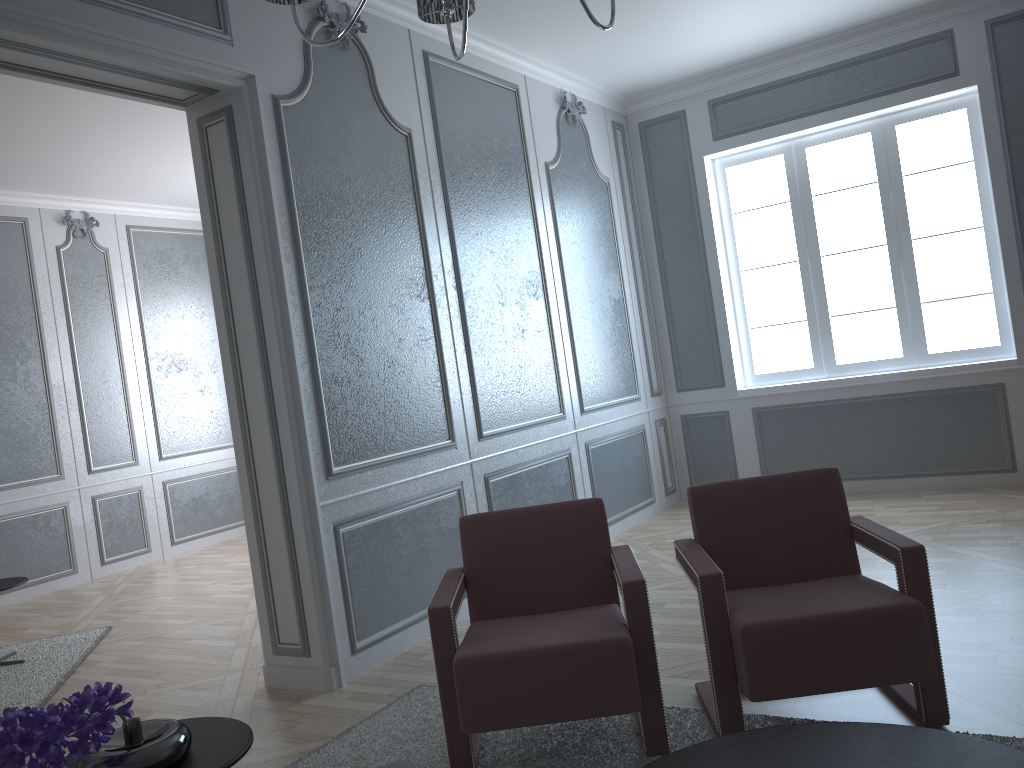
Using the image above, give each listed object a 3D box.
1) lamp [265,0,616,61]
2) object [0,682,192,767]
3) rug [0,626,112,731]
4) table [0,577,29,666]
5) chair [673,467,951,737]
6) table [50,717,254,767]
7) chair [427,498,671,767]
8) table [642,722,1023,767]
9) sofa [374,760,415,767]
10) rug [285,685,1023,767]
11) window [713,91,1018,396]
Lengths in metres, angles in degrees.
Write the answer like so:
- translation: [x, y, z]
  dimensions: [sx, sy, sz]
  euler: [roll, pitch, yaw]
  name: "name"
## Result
- translation: [-0.094, -1.159, 1.389]
  dimensions: [0.975, 1.120, 0.977]
  euler: [-8, 0, 21]
  name: "lamp"
- translation: [-0.745, 0.629, 1.608]
  dimensions: [0.206, 0.221, 0.425]
  euler: [-8, 1, 2]
  name: "object"
- translation: [-2.865, 1.410, 3.495]
  dimensions: [2.001, 0.010, 1.999]
  euler: [-8, 1, -13]
  name: "rug"
- translation: [-2.493, 1.157, 4.192]
  dimensions: [0.414, 0.385, 0.414]
  euler: [-8, 0, -10]
  name: "table"
- translation: [0.781, 0.586, 2.401]
  dimensions: [0.576, 0.620, 0.606]
  euler: [-8, 0, 2]
  name: "chair"
- translation: [-0.693, 0.925, 1.733]
  dimensions: [0.414, 0.385, 0.414]
  euler: [-8, 0, 20]
  name: "table"
- translation: [0.088, 0.685, 2.458]
  dimensions: [0.576, 0.620, 0.606]
  euler: [-8, 0, 2]
  name: "chair"
- translation: [0.546, 0.835, 1.402]
  dimensions: [0.883, 0.239, 0.881]
  euler: [-9, 1, -40]
  name: "table"
- translation: [-0.227, 0.734, 0.469]
  dimensions: [0.810, 0.668, 2.203]
  euler: [-8, 1, -18]
  name: "sofa"
- translation: [0.490, 0.959, 1.368]
  dimensions: [3.200, 0.010, 2.020]
  euler: [-8, 1, 32]
  name: "rug"
- translation: [2.125, -0.809, 5.509]
  dimensions: [1.598, 1.581, 0.349]
  euler: [-8, 0, 32]
  name: "window"
